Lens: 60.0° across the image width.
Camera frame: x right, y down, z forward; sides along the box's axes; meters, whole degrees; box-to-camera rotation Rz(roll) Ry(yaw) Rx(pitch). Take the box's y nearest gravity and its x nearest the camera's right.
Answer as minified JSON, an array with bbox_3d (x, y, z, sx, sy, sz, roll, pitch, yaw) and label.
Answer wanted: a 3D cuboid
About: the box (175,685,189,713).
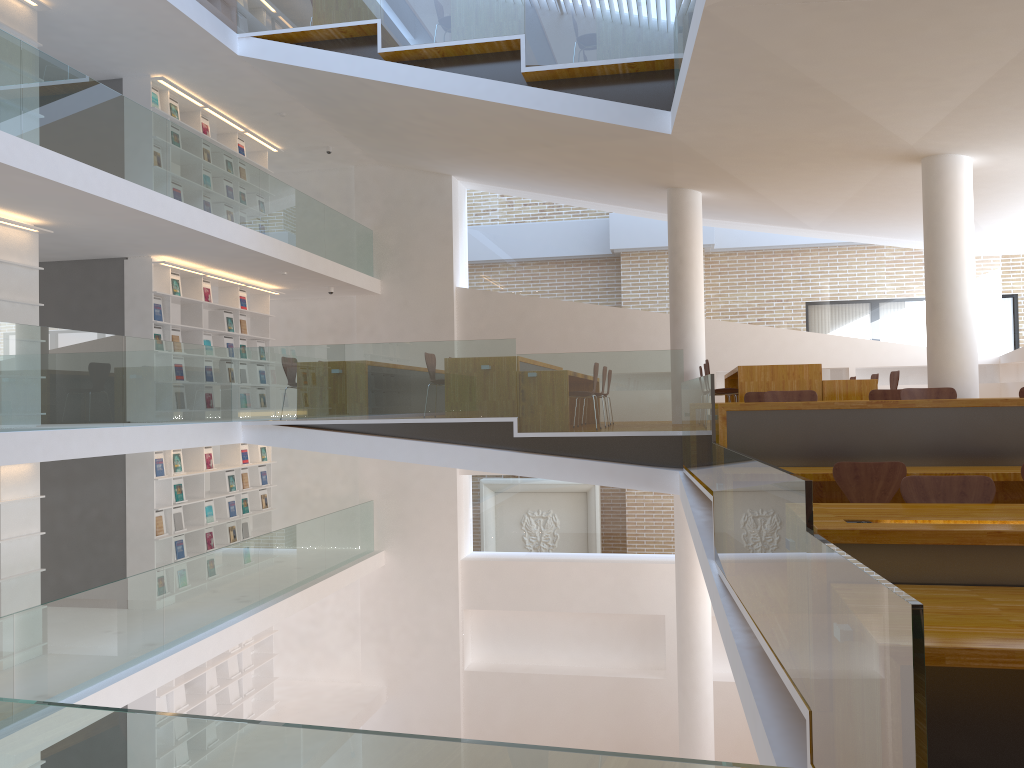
[{"bbox_3d":[-3.929,3.599,10.249,0.274,0.296,0.245,-1,-1,11],"label":"box"}]

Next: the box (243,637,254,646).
[{"bbox_3d":[-3.625,3.301,11.825,0.274,0.296,0.245,-1,-1,11],"label":"box"}]

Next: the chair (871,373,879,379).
[{"bbox_3d":[3.883,0.236,9.900,0.381,0.693,0.428,-1,-1,11],"label":"chair"}]

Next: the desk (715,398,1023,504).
[{"bbox_3d":[2.960,0.605,5.601,3.216,1.022,1.248,-1,-1,11],"label":"desk"}]

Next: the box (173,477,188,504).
[{"bbox_3d":[-3.967,1.231,10.326,0.274,0.296,0.245,-1,-1,11],"label":"box"}]

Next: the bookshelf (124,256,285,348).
[{"bbox_3d":[-3.756,-0.466,11.236,0.498,1.836,2.984,-1,-1,11],"label":"bookshelf"}]

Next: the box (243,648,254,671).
[{"bbox_3d":[-3.621,3.629,11.807,0.274,0.296,0.245,-1,-1,11],"label":"box"}]

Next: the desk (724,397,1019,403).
[{"bbox_3d":[3.265,0.438,7.615,3.356,0.606,0.760,-1,-1,11],"label":"desk"}]

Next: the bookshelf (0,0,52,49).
[{"bbox_3d":[-4.778,-2.607,6.317,0.498,1.836,3.666,-1,-1,11],"label":"bookshelf"}]

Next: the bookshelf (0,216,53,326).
[{"bbox_3d":[-4.741,-0.561,6.271,0.498,1.836,3.666,-1,-1,11],"label":"bookshelf"}]

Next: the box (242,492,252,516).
[{"bbox_3d":[-3.658,1.593,11.854,0.274,0.296,0.245,-1,-1,11],"label":"box"}]

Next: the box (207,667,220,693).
[{"bbox_3d":[-3.794,3.613,10.935,0.274,0.296,0.245,-1,-1,11],"label":"box"}]

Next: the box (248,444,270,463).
[{"bbox_3d":[-3.566,0.947,12.394,0.274,0.296,0.245,-1,-1,11],"label":"box"}]

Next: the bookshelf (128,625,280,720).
[{"bbox_3d":[-3.682,3.630,11.142,0.498,1.836,2.984,-1,-1,11],"label":"bookshelf"}]

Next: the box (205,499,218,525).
[{"bbox_3d":[-3.830,1.577,10.981,0.274,0.296,0.245,-1,-1,11],"label":"box"}]

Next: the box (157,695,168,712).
[{"bbox_3d":[-4.002,3.592,9.881,0.274,0.296,0.245,-1,-1,11],"label":"box"}]

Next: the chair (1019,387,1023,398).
[{"bbox_3d":[4.200,0.366,7.060,0.428,0.693,0.381,-1,-1,11],"label":"chair"}]

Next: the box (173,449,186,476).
[{"bbox_3d":[-3.978,0.907,10.309,0.274,0.296,0.245,-1,-1,11],"label":"box"}]

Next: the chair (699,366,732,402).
[{"bbox_3d":[2.423,0.133,10.528,0.381,0.693,0.428,-1,-1,11],"label":"chair"}]

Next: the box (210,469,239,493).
[{"bbox_3d":[-3.732,1.259,11.516,0.274,0.296,0.245,-1,-1,11],"label":"box"}]

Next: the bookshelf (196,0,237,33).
[{"bbox_3d":[-3.829,-4.526,11.329,0.498,1.836,2.984,-1,-1,11],"label":"bookshelf"}]

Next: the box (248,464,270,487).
[{"bbox_3d":[-3.560,1.274,12.387,0.274,0.296,0.245,-1,-1,11],"label":"box"}]

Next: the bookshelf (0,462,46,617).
[{"bbox_3d":[-4.754,1.500,6.233,0.397,1.836,3.666,-1,-1,11],"label":"bookshelf"}]

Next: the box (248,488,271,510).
[{"bbox_3d":[-3.551,1.603,12.392,0.274,0.296,0.245,-1,-1,11],"label":"box"}]

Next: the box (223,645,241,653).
[{"bbox_3d":[-3.695,3.295,11.470,0.274,0.296,0.245,-1,-1,11],"label":"box"}]

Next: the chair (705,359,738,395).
[{"bbox_3d":[2.142,0.101,8.897,0.381,0.693,0.428,-1,-1,11],"label":"chair"}]

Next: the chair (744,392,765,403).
[{"bbox_3d":[2.142,0.411,7.427,0.428,0.693,0.381,-1,-1,11],"label":"chair"}]

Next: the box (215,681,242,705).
[{"bbox_3d":[-3.681,3.952,11.468,0.274,0.296,0.245,-1,-1,11],"label":"box"}]

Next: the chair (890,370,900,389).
[{"bbox_3d":[3.695,0.218,8.948,0.381,0.693,0.428,-1,-1,11],"label":"chair"}]

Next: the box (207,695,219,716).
[{"bbox_3d":[-3.790,3.941,10.913,0.274,0.296,0.245,-1,-1,11],"label":"box"}]

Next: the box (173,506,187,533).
[{"bbox_3d":[-3.966,1.563,10.296,0.274,0.296,0.245,-1,-1,11],"label":"box"}]

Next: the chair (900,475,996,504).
[{"bbox_3d":[1.905,0.750,3.767,0.428,0.693,0.381,-1,-1,11],"label":"chair"}]

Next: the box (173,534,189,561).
[{"bbox_3d":[-3.952,1.893,10.327,0.274,0.296,0.245,-1,-1,11],"label":"box"}]

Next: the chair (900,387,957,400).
[{"bbox_3d":[3.031,0.370,6.349,0.428,0.693,0.381,-1,-1,11],"label":"chair"}]

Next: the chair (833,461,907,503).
[{"bbox_3d":[2.034,0.782,5.109,0.428,0.693,0.381,-1,-1,11],"label":"chair"}]

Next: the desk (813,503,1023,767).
[{"bbox_3d":[2.614,0.840,2.638,3.243,0.785,1.527,-1,-1,11],"label":"desk"}]

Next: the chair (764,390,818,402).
[{"bbox_3d":[2.079,0.392,6.537,0.428,0.693,0.381,-1,-1,11],"label":"chair"}]

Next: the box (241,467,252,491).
[{"bbox_3d":[-3.662,1.265,11.871,0.274,0.296,0.245,-1,-1,11],"label":"box"}]

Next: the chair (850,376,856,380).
[{"bbox_3d":[4.063,0.258,11.005,0.381,0.693,0.428,-1,-1,11],"label":"chair"}]

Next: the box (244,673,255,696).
[{"bbox_3d":[-3.611,3.958,11.819,0.274,0.296,0.245,-1,-1,11],"label":"box"}]

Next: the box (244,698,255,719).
[{"bbox_3d":[-3.607,4.287,11.802,0.274,0.296,0.245,-1,-1,11],"label":"box"}]

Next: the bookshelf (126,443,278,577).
[{"bbox_3d":[-3.719,1.594,11.189,0.498,1.836,2.984,-1,-1,11],"label":"bookshelf"}]

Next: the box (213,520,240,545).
[{"bbox_3d":[-3.717,1.916,11.514,0.274,0.296,0.245,-1,-1,11],"label":"box"}]

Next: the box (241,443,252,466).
[{"bbox_3d":[-3.667,0.937,11.879,0.274,0.296,0.245,-1,-1,11],"label":"box"}]

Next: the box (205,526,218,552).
[{"bbox_3d":[-3.827,1.905,10.960,0.274,0.296,0.245,-1,-1,11],"label":"box"}]

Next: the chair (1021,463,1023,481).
[{"bbox_3d":[2.987,0.761,4.921,0.428,0.693,0.381,-1,-1,11],"label":"chair"}]

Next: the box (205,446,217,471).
[{"bbox_3d":[-3.844,0.918,10.974,0.274,0.296,0.245,-1,-1,11],"label":"box"}]

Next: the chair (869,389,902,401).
[{"bbox_3d":[3.095,0.390,7.239,0.428,0.693,0.381,-1,-1,11],"label":"chair"}]

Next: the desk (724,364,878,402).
[{"bbox_3d":[3.078,0.224,9.868,1.247,0.762,3.194,-1,-1,11],"label":"desk"}]

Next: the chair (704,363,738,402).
[{"bbox_3d":[2.330,0.119,9.850,0.381,0.693,0.428,-1,-1,11],"label":"chair"}]

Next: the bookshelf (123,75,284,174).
[{"bbox_3d":[-3.793,-2.512,11.283,0.498,1.836,2.984,-1,-1,11],"label":"bookshelf"}]

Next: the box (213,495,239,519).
[{"bbox_3d":[-3.726,1.587,11.509,0.274,0.296,0.245,-1,-1,11],"label":"box"}]

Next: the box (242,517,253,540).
[{"bbox_3d":[-3.648,1.922,11.866,0.274,0.296,0.245,-1,-1,11],"label":"box"}]

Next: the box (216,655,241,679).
[{"bbox_3d":[-3.689,3.623,11.462,0.274,0.296,0.245,-1,-1,11],"label":"box"}]
